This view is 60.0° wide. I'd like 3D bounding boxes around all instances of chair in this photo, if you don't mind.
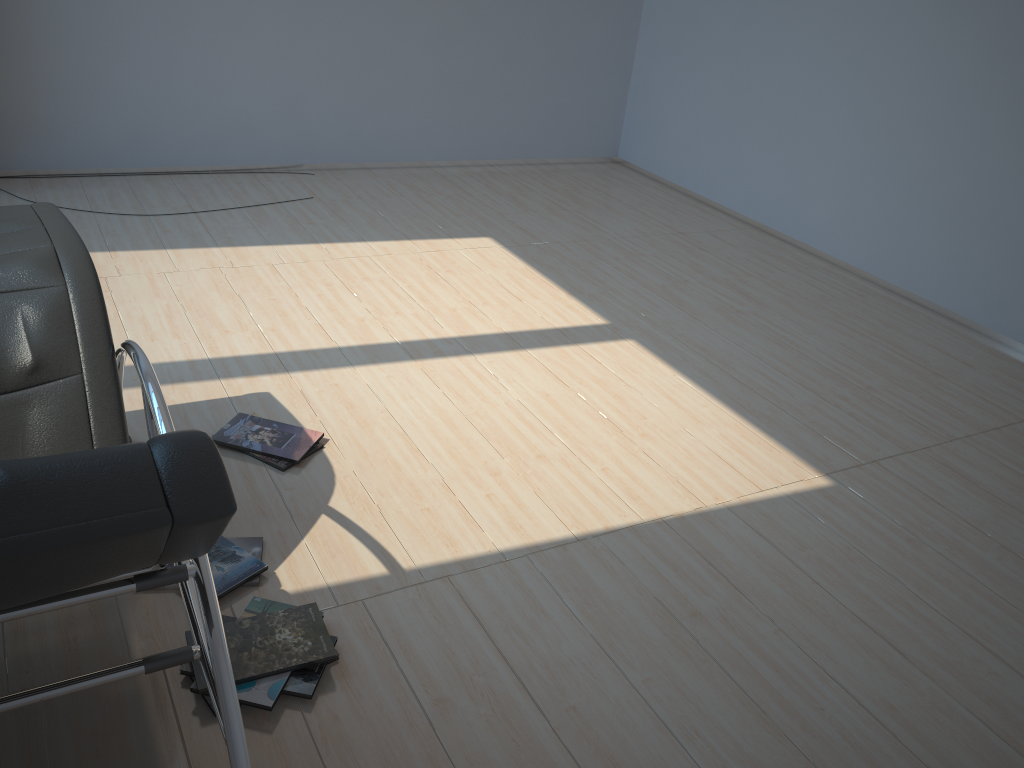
[{"bbox_3d":[-1.185,0.149,1.891,0.836,0.953,2.114,-9,32,-28],"label":"chair"}]

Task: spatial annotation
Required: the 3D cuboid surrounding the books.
[{"bbox_3d":[-2.363,-0.247,3.147,4.790,0.222,1.045,19,30,22],"label":"books"}]
